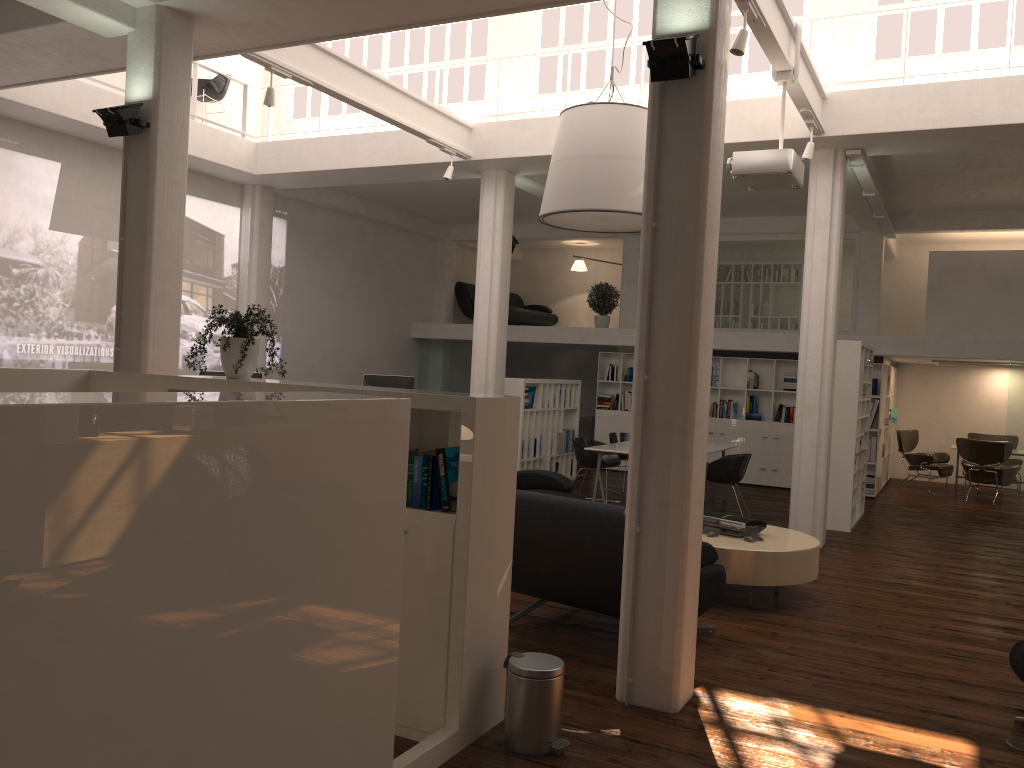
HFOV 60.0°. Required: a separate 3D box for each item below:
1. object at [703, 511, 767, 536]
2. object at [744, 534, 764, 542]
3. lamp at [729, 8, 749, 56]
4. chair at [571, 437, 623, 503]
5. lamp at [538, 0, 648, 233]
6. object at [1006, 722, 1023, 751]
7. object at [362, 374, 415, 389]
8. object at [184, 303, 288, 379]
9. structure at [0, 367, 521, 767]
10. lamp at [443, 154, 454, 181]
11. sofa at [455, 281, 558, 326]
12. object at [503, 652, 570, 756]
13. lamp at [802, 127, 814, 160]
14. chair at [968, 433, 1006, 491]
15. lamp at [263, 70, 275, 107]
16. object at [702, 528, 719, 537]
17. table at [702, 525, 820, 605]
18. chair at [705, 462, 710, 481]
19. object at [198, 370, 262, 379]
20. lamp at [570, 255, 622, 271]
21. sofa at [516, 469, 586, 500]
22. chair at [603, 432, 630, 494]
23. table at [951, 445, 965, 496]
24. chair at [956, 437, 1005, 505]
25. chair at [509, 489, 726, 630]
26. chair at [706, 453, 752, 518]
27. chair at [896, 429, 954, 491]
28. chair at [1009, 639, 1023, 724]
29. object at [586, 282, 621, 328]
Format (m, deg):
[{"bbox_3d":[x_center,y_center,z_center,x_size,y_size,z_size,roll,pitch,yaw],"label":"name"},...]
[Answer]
[{"bbox_3d":[2.135,1.374,8.733,0.471,0.163,0.558,2,2,-43],"label":"object"},{"bbox_3d":[2.231,1.420,8.369,0.193,0.099,0.231,2,1,-40],"label":"object"},{"bbox_3d":[1.772,-2.746,6.909,0.136,0.357,0.117,3,1,20],"label":"lamp"},{"bbox_3d":[1.297,1.379,14.037,0.757,1.004,0.795,4,1,27],"label":"chair"},{"bbox_3d":[1.074,-3.825,9.245,1.386,4.284,1.386,4,1,41],"label":"lamp"},{"bbox_3d":[3.229,1.968,5.124,0.618,0.376,0.271,4,2,43],"label":"object"},{"bbox_3d":[-2.146,0.291,15.319,0.886,0.888,0.347,3,1,-18],"label":"object"},{"bbox_3d":[-1.803,-0.289,5.917,0.646,0.504,0.709,2,1,-33],"label":"object"},{"bbox_3d":[-2.461,0.929,3.819,3.131,1.914,4.752,4,1,27],"label":"structure"},{"bbox_3d":[-0.875,-2.987,12.213,0.136,0.357,0.117,3,1,20],"label":"lamp"},{"bbox_3d":[-0.087,-1.896,22.663,1.467,1.119,3.087,4,1,27],"label":"sofa"},{"bbox_3d":[0.134,1.766,4.919,0.415,0.465,0.311,3,1,10],"label":"object"},{"bbox_3d":[3.371,-2.725,10.075,0.136,0.357,0.117,4,1,33],"label":"lamp"},{"bbox_3d":[10.012,1.648,18.432,0.994,1.183,0.991,3,1,22],"label":"chair"},{"bbox_3d":[-2.467,-3.008,9.058,0.136,0.357,0.117,4,1,33],"label":"lamp"},{"bbox_3d":[1.897,1.418,8.500,0.119,0.062,0.193,3,1,-12],"label":"object"},{"bbox_3d":[2.146,1.746,8.689,1.616,0.570,1.616,3,1,20],"label":"table"},{"bbox_3d":[2.233,1.471,11.810,0.795,1.004,0.757,3,1,2],"label":"chair"},{"bbox_3d":[-3.763,0.276,11.799,0.886,0.888,0.347,2,2,-43],"label":"object"},{"bbox_3d":[2.603,-2.981,22.041,2.635,0.513,0.447,4,1,36],"label":"lamp"},{"bbox_3d":[-0.399,1.313,9.960,1.467,1.119,3.087,4,1,27],"label":"sofa"},{"bbox_3d":[2.054,1.387,15.620,0.795,1.004,0.757,2,1,-28],"label":"chair"},{"bbox_3d":[10.552,1.831,16.964,3.900,0.947,1.040,4,1,27],"label":"table"},{"bbox_3d":[9.005,1.628,16.794,0.994,1.183,0.991,4,2,42],"label":"chair"},{"bbox_3d":[0.757,1.423,7.123,1.454,1.130,1.481,4,1,38],"label":"chair"},{"bbox_3d":[3.079,1.493,12.943,0.757,1.004,0.795,3,1,22],"label":"chair"},{"bbox_3d":[8.580,1.572,18.504,0.994,1.183,0.991,2,2,-43],"label":"chair"},{"bbox_3d":[4.128,1.630,5.461,1.454,1.130,1.481,2,2,-42],"label":"chair"},{"bbox_3d":[2.063,-1.747,20.021,0.793,1.127,0.770,3,1,25],"label":"object"}]
